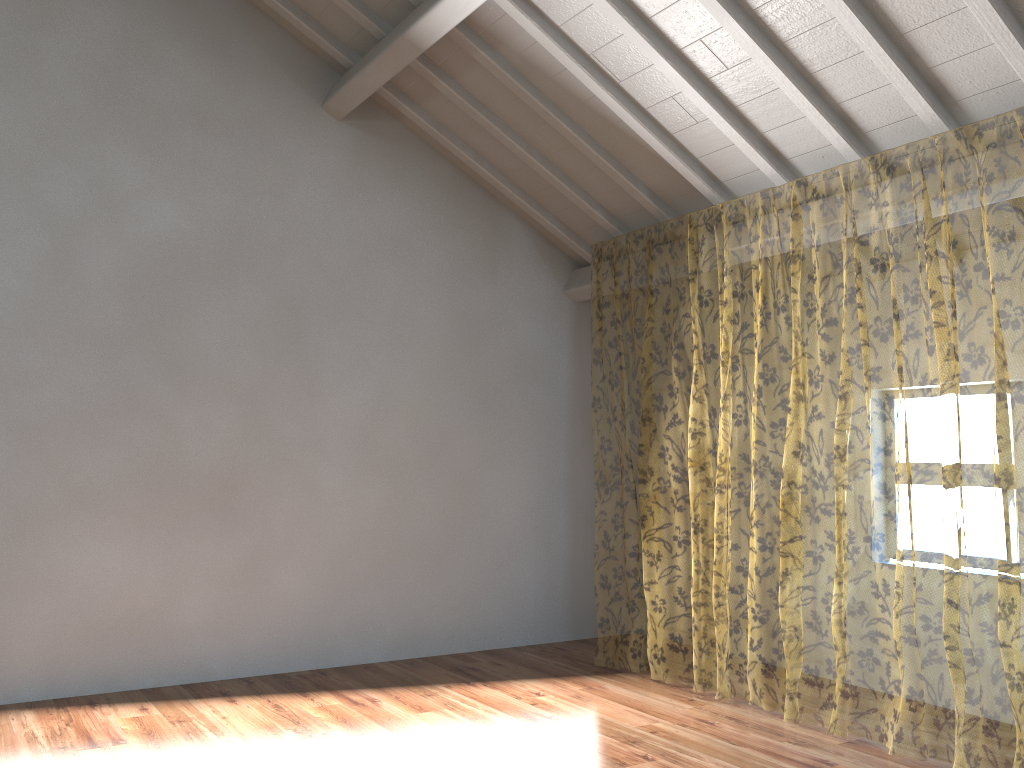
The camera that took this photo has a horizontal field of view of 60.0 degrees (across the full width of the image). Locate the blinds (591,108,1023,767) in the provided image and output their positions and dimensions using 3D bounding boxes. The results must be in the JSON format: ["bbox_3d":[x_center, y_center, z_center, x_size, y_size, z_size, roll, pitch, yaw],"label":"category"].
[{"bbox_3d":[1.451,0.276,4.029,0.306,2.546,3.505,5,-6,-33],"label":"blinds"}]
